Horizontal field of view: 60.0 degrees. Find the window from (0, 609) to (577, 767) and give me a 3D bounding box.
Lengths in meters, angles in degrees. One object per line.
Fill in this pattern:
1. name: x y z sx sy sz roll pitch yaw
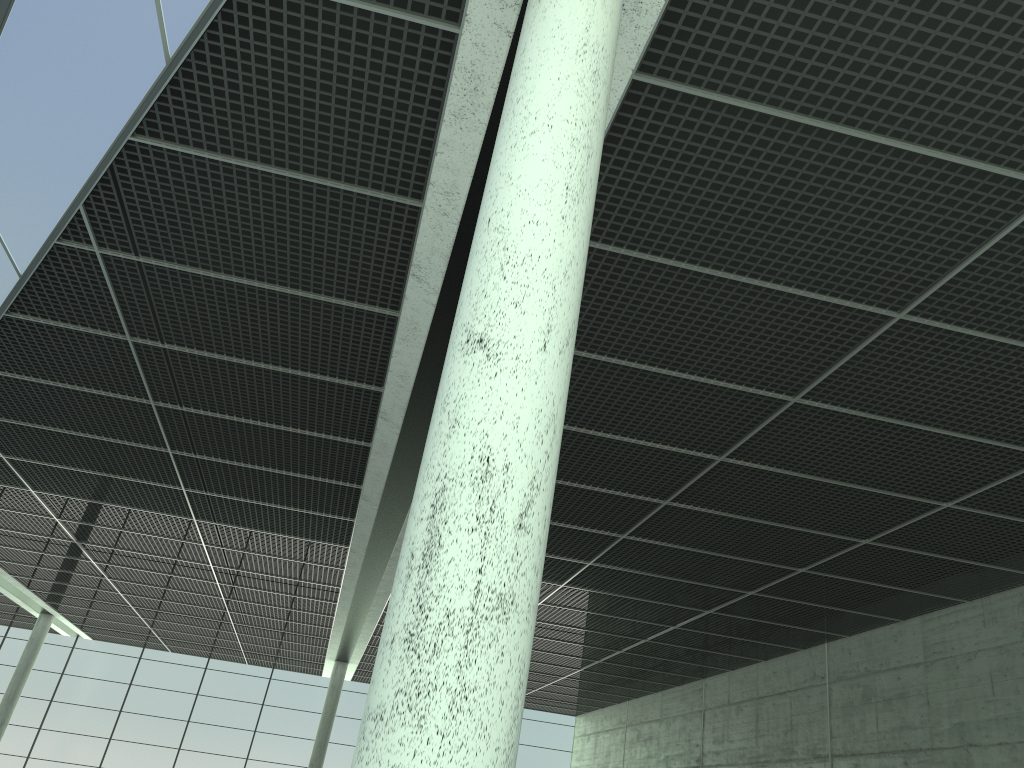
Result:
1. window: -32.053 10.129 38.731 100.295 16.092 99.982 13 -29 -7
